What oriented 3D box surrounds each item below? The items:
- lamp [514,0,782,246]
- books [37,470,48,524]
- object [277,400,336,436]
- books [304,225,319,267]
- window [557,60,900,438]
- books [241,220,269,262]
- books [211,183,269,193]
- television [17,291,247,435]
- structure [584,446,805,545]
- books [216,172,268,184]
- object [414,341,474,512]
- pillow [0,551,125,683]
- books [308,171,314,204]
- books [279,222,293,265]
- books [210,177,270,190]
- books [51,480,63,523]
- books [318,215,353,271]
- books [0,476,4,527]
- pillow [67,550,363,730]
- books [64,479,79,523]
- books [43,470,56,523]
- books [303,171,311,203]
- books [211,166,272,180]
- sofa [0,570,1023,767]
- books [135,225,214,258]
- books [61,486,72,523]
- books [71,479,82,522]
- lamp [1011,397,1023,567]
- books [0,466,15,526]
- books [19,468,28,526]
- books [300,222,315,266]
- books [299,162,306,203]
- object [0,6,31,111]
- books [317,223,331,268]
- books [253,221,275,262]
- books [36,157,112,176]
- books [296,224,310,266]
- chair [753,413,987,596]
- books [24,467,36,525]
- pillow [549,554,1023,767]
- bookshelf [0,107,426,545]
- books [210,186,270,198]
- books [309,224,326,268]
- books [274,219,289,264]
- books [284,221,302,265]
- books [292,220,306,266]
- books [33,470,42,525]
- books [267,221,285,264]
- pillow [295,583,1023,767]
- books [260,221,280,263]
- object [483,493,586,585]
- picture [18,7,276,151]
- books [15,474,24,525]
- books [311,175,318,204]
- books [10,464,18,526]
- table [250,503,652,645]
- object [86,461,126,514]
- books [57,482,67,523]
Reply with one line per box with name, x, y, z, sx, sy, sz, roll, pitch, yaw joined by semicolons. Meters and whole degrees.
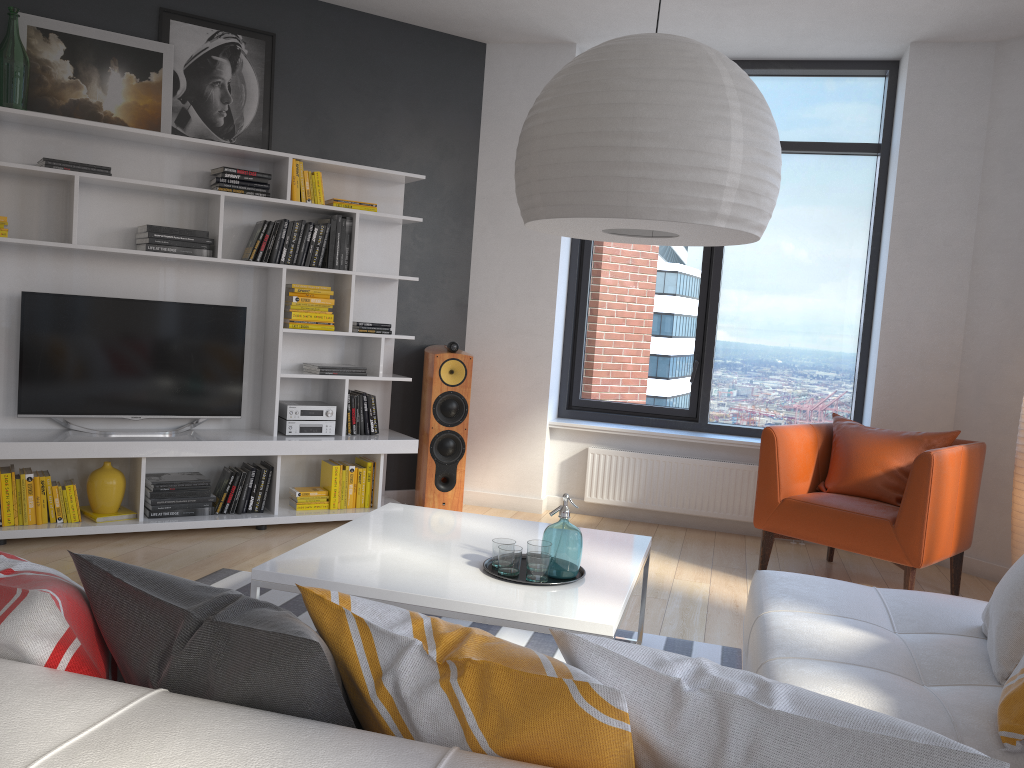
lamp;1.156;-0.073;1.097;0.710;2.647;3.199;1;5;-40
books;-2.331;0.559;4.399;0.043;0.235;0.171;2;5;-33
object;-1.201;0.198;5.139;0.285;0.174;0.270;2;5;-31
books;-1.166;-0.783;5.042;0.071;0.243;0.179;2;5;-32
window;1.363;-0.880;5.830;1.960;2.402;0.170;5;4;14
books;-1.422;-0.787;4.902;0.104;0.234;0.182;2;5;-31
books;-1.491;-1.065;4.854;0.264;0.020;0.189;2;5;-33
television;-1.987;-0.096;4.706;1.102;0.704;0.207;2;5;-31
structure;1.196;0.701;5.617;1.474;0.460;0.110;5;4;14
books;-1.478;-1.117;4.847;0.246;0.026;0.180;2;5;-29
object;-0.439;0.268;5.554;0.290;1.088;0.434;3;4;-16
pillow;0.017;0.547;1.274;2.250;0.449;0.575;5;4;11
books;-1.146;-1.097;4.979;0.044;0.178;0.128;2;5;-31
books;-1.293;-0.786;4.977;0.068;0.243;0.179;2;5;-32
books;-1.496;-1.092;4.871;0.284;0.030;0.214;2;5;-28
books;-2.271;0.586;4.421;0.056;0.188;0.138;2;5;-31
books;-1.039;-0.816;5.161;0.128;0.321;0.259;2;5;-31
books;-2.489;0.537;4.299;0.048;0.271;0.213;2;5;-31
pillow;0.337;0.550;1.202;2.120;0.436;0.608;5;4;10
books;-2.212;0.586;4.451;0.067;0.193;0.148;2;5;-30
books;-2.309;0.559;4.423;0.056;0.235;0.172;2;5;-32
books;-1.167;-1.099;4.975;0.054;0.180;0.132;2;5;-31
books;-1.484;-1.145;4.854;0.266;0.030;0.209;1;5;-38
sofa;0.112;0.738;2.107;3.424;0.732;2.614;5;4;14
books;-1.797;-0.754;4.721;0.343;0.137;0.277;1;5;-36
books;-2.227;0.599;4.426;0.049;0.169;0.113;2;5;-32
books;-2.196;0.585;4.471;0.046;0.193;0.149;2;5;-30
lamp;2.678;0.377;4.077;0.502;1.550;0.804;2;5;-26
books;-2.461;0.544;4.324;0.066;0.258;0.198;2;5;-31
books;-2.394;0.550;4.347;0.041;0.252;0.180;2;5;-31
books;-1.195;-0.790;5.039;0.075;0.254;0.192;2;5;-32
books;-1.203;-1.124;4.976;0.054;0.224;0.164;2;5;-32
object;-2.410;-1.557;4.276;0.157;0.507;0.157;3;4;-18
books;-1.110;-0.790;5.089;0.066;0.260;0.197;2;5;-31
books;-1.396;-0.786;4.923;0.096;0.234;0.187;2;5;-31
books;-2.189;-1.070;4.427;0.310;0.047;0.250;1;5;-36
books;-1.202;-0.781;5.006;0.069;0.242;0.172;2;5;-30
chair;1.859;0.624;4.587;0.843;0.858;0.896;0;6;-44
books;-2.378;0.550;4.370;0.055;0.252;0.185;2;5;-32
pillow;0.915;0.542;1.867;0.580;0.456;2.156;8;5;40
bookshelf;-1.911;-0.257;4.604;3.000;2.052;0.455;2;5;-31
books;-1.489;-1.039;4.854;0.284;0.030;0.214;2;5;-28
books;-1.139;-0.786;5.071;0.084;0.249;0.191;2;5;-31
books;-1.318;-0.794;4.968;0.075;0.254;0.192;2;5;-32
books;-1.263;-0.790;5.000;0.084;0.249;0.191;2;5;-31
books;-1.234;-0.794;5.018;0.066;0.260;0.197;2;5;-31
books;-2.341;0.559;4.369;0.043;0.240;0.169;2;5;-32
books;-1.325;-0.785;4.935;0.069;0.242;0.172;2;5;-30
pillow;0.661;0.556;1.674;2.095;0.440;0.630;2;5;-29
books;-1.362;-0.784;4.928;0.081;0.233;0.169;2;5;-32
object;0.081;0.470;2.833;0.330;0.265;0.330;8;5;38
picture;-1.897;-1.645;4.692;1.279;0.707;0.076;2;5;-31
books;-2.411;0.563;4.334;0.042;0.230;0.156;2;5;-33
books;-1.125;-1.086;4.979;0.046;0.161;0.108;2;5;-32
books;-2.434;0.541;4.338;0.038;0.267;0.202;2;5;-31
table;-0.134;0.788;3.063;1.091;0.435;1.091;5;4;14
object;-2.080;0.527;4.546;0.185;0.257;0.185;7;5;36
books;-2.249;0.588;4.426;0.046;0.187;0.134;2;5;-31
